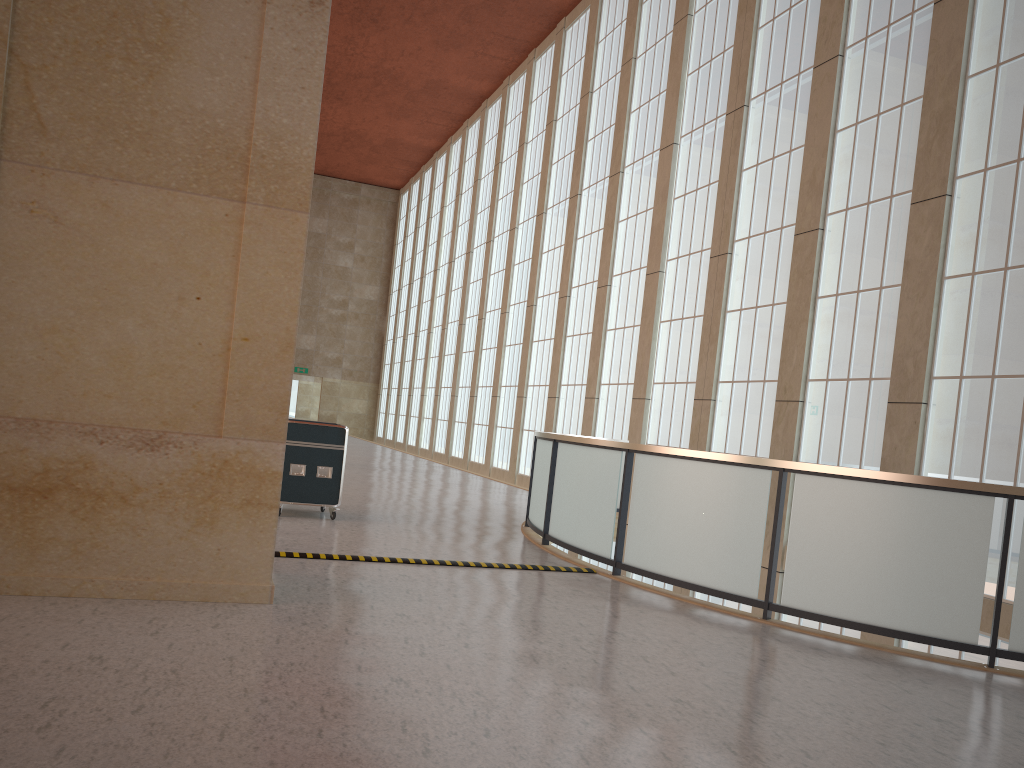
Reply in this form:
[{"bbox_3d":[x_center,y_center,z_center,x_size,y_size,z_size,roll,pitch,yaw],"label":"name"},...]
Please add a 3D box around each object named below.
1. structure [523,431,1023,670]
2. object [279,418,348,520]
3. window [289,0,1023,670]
[{"bbox_3d":[3.415,1.953,13.228,5.261,1.796,13.042,7,-3,-29],"label":"structure"},{"bbox_3d":[-3.375,1.384,14.608,1.057,1.543,1.270,6,0,-19],"label":"object"},{"bbox_3d":[-14.055,0.733,76.274,0.010,28.659,164.587,6,-2,-19],"label":"window"}]
